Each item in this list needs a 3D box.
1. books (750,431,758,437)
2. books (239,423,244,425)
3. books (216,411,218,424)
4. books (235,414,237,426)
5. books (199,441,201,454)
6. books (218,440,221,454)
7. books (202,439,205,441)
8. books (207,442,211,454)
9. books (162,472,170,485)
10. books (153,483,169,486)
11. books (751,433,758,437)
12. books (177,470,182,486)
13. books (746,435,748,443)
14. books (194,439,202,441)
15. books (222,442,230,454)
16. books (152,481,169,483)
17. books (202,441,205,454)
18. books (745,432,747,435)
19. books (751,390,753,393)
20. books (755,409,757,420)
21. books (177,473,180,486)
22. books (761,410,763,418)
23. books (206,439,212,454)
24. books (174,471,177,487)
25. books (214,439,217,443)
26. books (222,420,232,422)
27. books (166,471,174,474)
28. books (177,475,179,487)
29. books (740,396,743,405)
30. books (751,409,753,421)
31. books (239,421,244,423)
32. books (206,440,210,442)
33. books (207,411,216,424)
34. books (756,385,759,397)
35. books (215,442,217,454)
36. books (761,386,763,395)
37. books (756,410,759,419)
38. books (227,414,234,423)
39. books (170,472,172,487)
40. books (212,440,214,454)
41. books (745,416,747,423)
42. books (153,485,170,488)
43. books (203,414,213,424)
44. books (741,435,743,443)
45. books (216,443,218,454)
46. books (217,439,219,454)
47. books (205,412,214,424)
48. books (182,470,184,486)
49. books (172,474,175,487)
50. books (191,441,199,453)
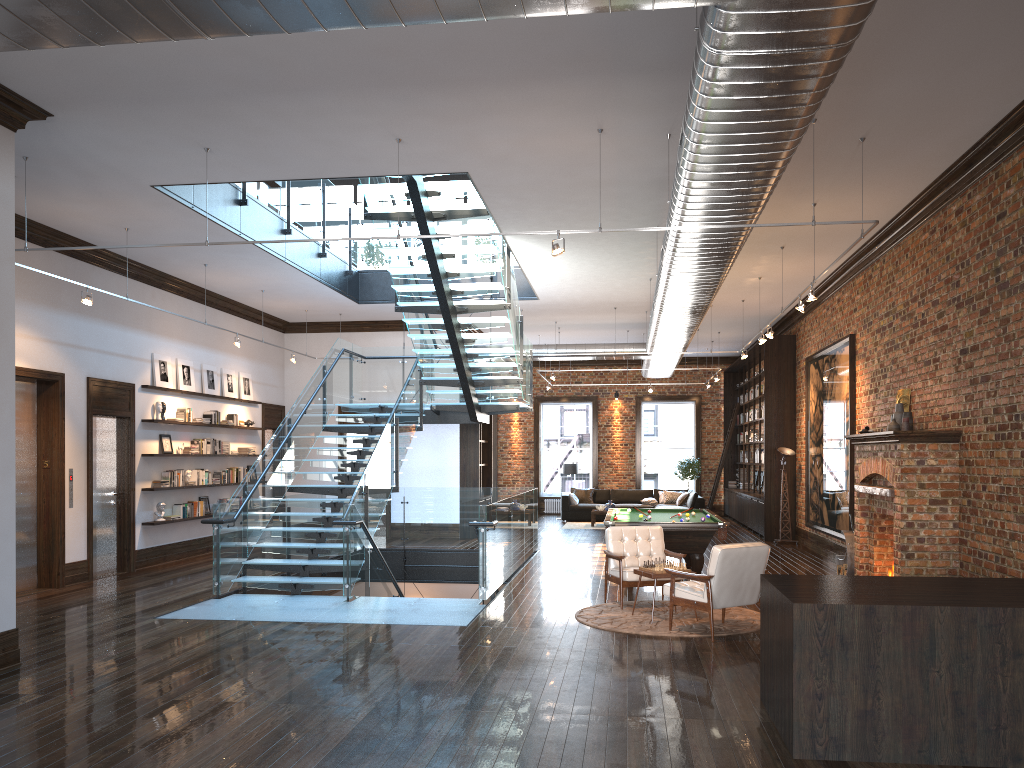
[{"bbox_3d":[6.016,1.314,22.083,0.189,0.287,0.013,0,0,7],"label":"books"},{"bbox_3d":[-4.941,0.722,16.002,0.154,0.028,0.191,0,-5,2],"label":"books"},{"bbox_3d":[-5.063,0.573,15.045,0.162,0.225,0.011,0,0,7],"label":"books"},{"bbox_3d":[-4.970,0.640,15.765,0.161,0.208,0.012,0,0,7],"label":"books"},{"bbox_3d":[-5.138,1.036,14.442,0.153,0.212,0.005,0,0,7],"label":"books"},{"bbox_3d":[-5.047,1.081,15.135,0.169,0.237,0.021,0,0,7],"label":"books"},{"bbox_3d":[-5.126,1.030,14.590,0.146,0.248,0.006,0,0,7],"label":"books"},{"bbox_3d":[-5.089,1.061,14.712,0.184,0.209,0.064,0,0,7],"label":"books"},{"bbox_3d":[-5.279,1.459,13.522,0.125,0.226,0.048,0,0,7],"label":"books"},{"bbox_3d":[-5.291,1.516,13.371,0.154,0.028,0.191,0,-5,2],"label":"books"},{"bbox_3d":[6.027,1.337,22.029,0.147,0.232,0.036,0,0,7],"label":"books"},{"bbox_3d":[-5.229,1.474,13.868,0.130,0.252,0.027,0,0,7],"label":"books"},{"bbox_3d":[6.055,1.392,22.523,0.236,0.202,0.046,0,0,7],"label":"books"},{"bbox_3d":[-5.141,1.026,14.502,0.138,0.243,0.005,0,0,7],"label":"books"},{"bbox_3d":[-5.001,1.118,15.501,0.142,0.224,0.012,0,0,7],"label":"books"},{"bbox_3d":[-5.288,1.476,13.350,0.143,0.028,0.219,-1,-5,12],"label":"books"},{"bbox_3d":[-5.115,1.043,14.541,0.166,0.215,0.013,0,0,7],"label":"books"},{"bbox_3d":[6.124,1.384,22.931,0.185,0.286,0.036,0,0,7],"label":"books"},{"bbox_3d":[5.976,0.292,21.808,0.192,0.266,0.016,0,0,7],"label":"books"},{"bbox_3d":[5.870,0.726,21.029,0.190,0.284,0.013,0,0,7],"label":"books"},{"bbox_3d":[-5.233,1.487,13.776,0.150,0.210,0.035,0,0,7],"label":"books"},{"bbox_3d":[5.741,0.684,20.060,0.223,0.209,0.064,0,0,7],"label":"books"},{"bbox_3d":[-5.094,1.044,14.833,0.158,0.262,0.026,0,0,7],"label":"books"},{"bbox_3d":[-5.237,1.464,13.691,0.139,0.243,0.015,0,0,7],"label":"books"},{"bbox_3d":[-5.074,1.067,15.051,0.115,0.252,0.022,0,0,7],"label":"books"},{"bbox_3d":[-5.006,0.650,15.592,0.116,0.021,0.192,0,-5,2],"label":"books"},{"bbox_3d":[-5.252,1.460,13.629,0.128,0.240,0.012,0,0,7],"label":"books"},{"bbox_3d":[-5.236,1.501,13.752,0.142,0.179,0.013,0,0,7],"label":"books"},{"bbox_3d":[6.176,0.439,23.510,0.235,0.252,0.028,0,0,7],"label":"books"},{"bbox_3d":[5.984,0.776,21.827,0.183,0.313,0.013,0,0,7],"label":"books"},{"bbox_3d":[-4.947,0.683,15.996,0.143,0.028,0.219,-1,-5,12],"label":"books"},{"bbox_3d":[-5.103,1.053,14.781,0.150,0.236,0.026,0,0,7],"label":"books"},{"bbox_3d":[-5.071,0.571,14.971,0.155,0.217,0.011,0,0,7],"label":"books"},{"bbox_3d":[5.861,0.189,20.914,0.186,0.328,0.069,0,0,7],"label":"books"},{"bbox_3d":[-5.068,1.085,15.006,0.136,0.209,0.066,0,0,7],"label":"books"},{"bbox_3d":[5.789,0.181,20.374,0.191,0.255,0.062,0,0,7],"label":"books"},{"bbox_3d":[5.806,0.714,20.581,0.272,0.241,0.083,0,0,7],"label":"books"},{"bbox_3d":[-4.984,0.639,15.696,0.135,0.200,0.011,0,0,7],"label":"books"},{"bbox_3d":[-5.260,1.456,13.549,0.134,0.236,0.013,0,0,7],"label":"books"},{"bbox_3d":[-5.082,1.061,14.871,0.163,0.235,0.025,0,0,7],"label":"books"},{"bbox_3d":[6.160,0.944,23.223,0.185,0.210,0.069,0,0,7],"label":"books"},{"bbox_3d":[-5.288,1.543,13.365,0.143,0.028,0.235,-1,-5,7],"label":"books"},{"bbox_3d":[-5.085,0.587,14.826,0.167,0.161,0.037,0,0,7],"label":"books"},{"bbox_3d":[6.182,1.461,23.494,0.231,0.224,0.024,0,0,7],"label":"books"},{"bbox_3d":[-5.065,1.100,15.074,0.130,0.191,0.024,0,0,7],"label":"books"},{"bbox_3d":[-5.064,1.069,15.101,0.143,0.257,0.049,0,0,7],"label":"books"},{"bbox_3d":[-5.079,0.568,14.882,0.156,0.208,0.022,0,0,7],"label":"books"},{"bbox_3d":[-5.221,1.480,13.933,0.141,0.252,0.012,0,0,7],"label":"books"},{"bbox_3d":[-5.250,1.477,13.603,0.156,0.202,0.013,0,0,7],"label":"books"},{"bbox_3d":[-5.159,1.034,14.423,0.142,0.213,0.005,0,0,7],"label":"books"}]
